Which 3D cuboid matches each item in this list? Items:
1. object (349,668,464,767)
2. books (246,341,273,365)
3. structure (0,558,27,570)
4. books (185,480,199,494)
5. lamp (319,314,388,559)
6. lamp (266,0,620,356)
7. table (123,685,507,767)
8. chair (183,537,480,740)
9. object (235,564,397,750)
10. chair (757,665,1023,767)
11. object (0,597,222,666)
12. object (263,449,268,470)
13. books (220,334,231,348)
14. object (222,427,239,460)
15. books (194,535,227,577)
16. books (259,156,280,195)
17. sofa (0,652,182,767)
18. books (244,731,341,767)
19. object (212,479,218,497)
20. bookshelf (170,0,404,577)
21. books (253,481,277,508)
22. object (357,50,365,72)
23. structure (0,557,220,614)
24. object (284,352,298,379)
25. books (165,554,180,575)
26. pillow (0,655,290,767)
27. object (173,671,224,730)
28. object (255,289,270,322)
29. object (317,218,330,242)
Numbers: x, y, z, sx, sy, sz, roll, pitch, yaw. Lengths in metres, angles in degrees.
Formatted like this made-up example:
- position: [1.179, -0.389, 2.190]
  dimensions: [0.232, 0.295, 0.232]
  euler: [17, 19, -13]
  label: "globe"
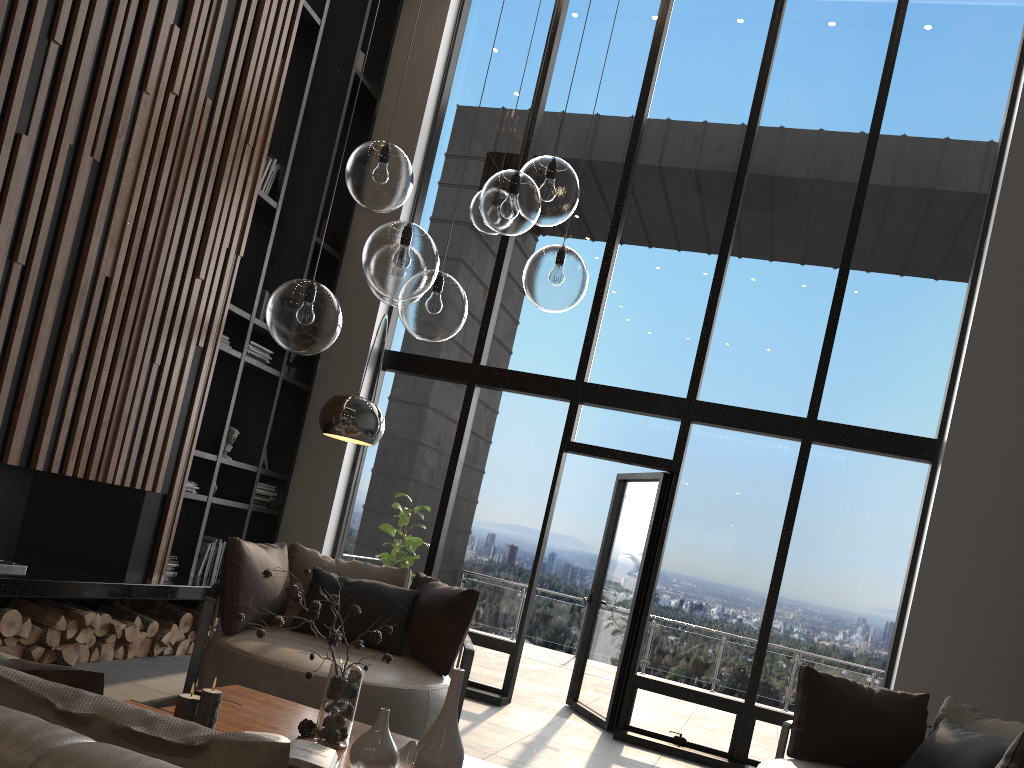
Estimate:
- position: [-0.285, 1.058, 2.715]
  dimensions: [0.312, 0.394, 0.327]
  euler: [9, -6, 37]
  label: "object"
- position: [-1.955, -0.232, 6.498]
  dimensions: [0.217, 0.127, 0.330]
  euler: [10, -10, 18]
  label: "books"
- position: [-2.849, 0.896, 4.407]
  dimensions: [0.296, 0.102, 0.728]
  euler: [10, -11, 18]
  label: "structure"
- position: [-2.319, 0.675, 5.986]
  dimensions: [0.217, 0.077, 0.330]
  euler: [10, -10, 18]
  label: "books"
- position: [-0.973, 0.733, 5.126]
  dimensions: [0.321, 2.311, 2.051]
  euler: [13, -6, -4]
  label: "lamp"
- position: [0.220, -2.393, 3.059]
  dimensions: [1.221, 4.956, 1.249]
  euler: [12, -2, 15]
  label: "lamp"
- position: [-0.619, 1.409, 2.943]
  dimensions: [1.439, 0.351, 0.919]
  euler: [10, -10, 18]
  label: "table"
- position: [-0.965, 1.423, 4.893]
  dimensions: [1.465, 0.890, 1.481]
  euler: [5, -11, 44]
  label: "chair"
- position: [-0.692, 0.919, 3.008]
  dimensions: [0.546, 0.598, 0.318]
  euler: [14, -4, -12]
  label: "object"
- position: [1.942, 1.966, 4.263]
  dimensions: [1.426, 0.890, 1.521]
  euler: [7, -10, 34]
  label: "chair"
- position: [-2.478, 1.400, 5.051]
  dimensions: [0.431, 0.385, 4.138]
  euler: [11, -11, 20]
  label: "object"
- position: [-2.011, 0.528, 6.942]
  dimensions: [0.130, 0.278, 0.256]
  euler: [12, -6, 11]
  label: "object"
- position: [-2.108, -0.326, 6.035]
  dimensions: [0.324, 0.071, 0.179]
  euler: [10, -10, 17]
  label: "books"
- position: [-2.114, 0.433, 6.470]
  dimensions: [0.140, 0.242, 0.135]
  euler: [15, -4, -31]
  label: "object"
- position: [-2.282, 1.276, 6.513]
  dimensions: [0.173, 0.284, 0.340]
  euler: [12, -7, 18]
  label: "books"
- position: [-1.814, -1.489, 6.080]
  dimensions: [0.184, 0.296, 0.376]
  euler: [12, -7, 19]
  label: "books"
- position: [-1.440, 0.833, 2.154]
  dimensions: [3.215, 0.811, 1.921]
  euler: [10, -10, 18]
  label: "sofa"
- position: [-0.711, 1.149, 2.735]
  dimensions: [0.344, 0.039, 0.234]
  euler: [14, -10, -5]
  label: "books"
- position: [-2.216, 0.757, 6.461]
  dimensions: [0.102, 0.141, 0.101]
  euler: [16, -6, -34]
  label: "object"
- position: [-1.756, -1.175, 6.508]
  dimensions: [0.335, 5.271, 1.483]
  euler: [12, -2, 19]
  label: "bookshelf"
- position: [-2.056, 0.855, 6.913]
  dimensions: [0.216, 0.188, 0.382]
  euler: [11, -9, 19]
  label: "books"
- position: [-1.280, -2.556, 7.032]
  dimensions: [0.082, 0.258, 0.137]
  euler: [12, -4, 28]
  label: "object"
- position: [-2.960, 1.017, 3.966]
  dimensions: [0.661, 0.453, 6.691]
  euler: [10, -11, 19]
  label: "structure"
- position: [-1.769, -0.156, 6.952]
  dimensions: [0.058, 0.231, 0.192]
  euler: [12, -5, 21]
  label: "object"
- position: [-2.466, 1.211, 5.978]
  dimensions: [0.217, 0.126, 0.346]
  euler: [10, -10, 18]
  label: "books"
- position: [-1.183, 0.598, 1.588]
  dimensions: [1.924, 0.495, 0.554]
  euler: [10, -7, 17]
  label: "pillow"
- position: [-0.989, 1.005, 2.769]
  dimensions: [0.151, 0.209, 0.079]
  euler: [10, -4, 28]
  label: "object"
- position: [-1.886, -0.568, 6.502]
  dimensions: [0.105, 0.257, 0.104]
  euler: [13, -3, -2]
  label: "object"
- position: [-1.546, -1.211, 7.056]
  dimensions: [0.102, 0.228, 0.102]
  euler: [13, -3, 3]
  label: "object"
